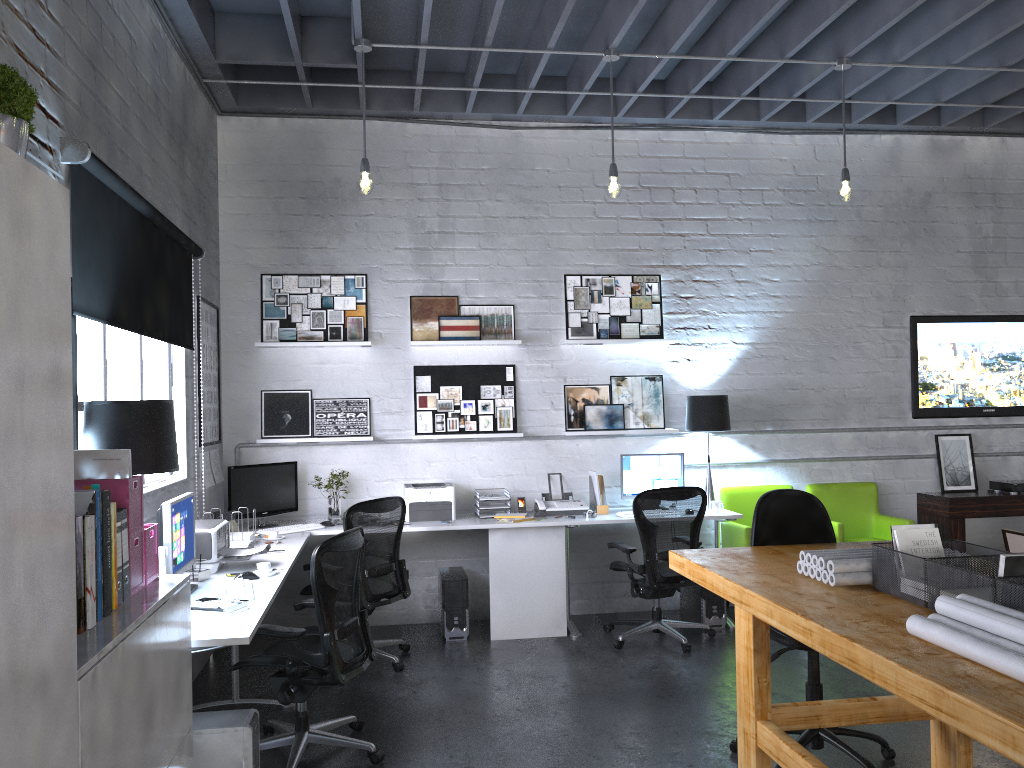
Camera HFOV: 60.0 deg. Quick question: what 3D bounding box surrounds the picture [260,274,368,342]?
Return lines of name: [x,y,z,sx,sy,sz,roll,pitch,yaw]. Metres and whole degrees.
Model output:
picture: [-1.409,-0.539,6.332,0.749,0.503,0.058,-1,0,-8]

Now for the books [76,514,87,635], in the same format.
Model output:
books: [-1.165,0.480,2.226,0.170,0.293,0.057,-1,0,-8]

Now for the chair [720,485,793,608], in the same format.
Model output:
chair: [1.918,1.233,6.567,0.611,0.920,0.516,-1,-1,-8]

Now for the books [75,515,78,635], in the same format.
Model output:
books: [-1.161,0.477,2.185,0.159,0.298,0.026,-1,0,-8]

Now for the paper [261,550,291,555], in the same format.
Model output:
paper: [-1.304,0.930,4.892,0.159,0.001,0.115,-1,-1,-20]

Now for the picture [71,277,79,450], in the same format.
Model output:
picture: [-1.554,-0.003,2.942,0.020,0.780,0.606,-1,-1,-8]

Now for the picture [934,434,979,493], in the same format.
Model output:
picture: [3.516,0.625,7.017,0.308,0.457,0.092,-1,0,-8]

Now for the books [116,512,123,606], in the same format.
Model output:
books: [-1.235,0.504,2.533,0.219,0.267,0.060,-1,0,-3]

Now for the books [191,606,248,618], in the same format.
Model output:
books: [-1.173,0.889,3.478,0.213,0.012,0.158,-2,-1,17]

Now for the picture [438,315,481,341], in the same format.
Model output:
picture: [-0.382,-0.402,6.471,0.311,0.196,0.029,-1,0,-8]

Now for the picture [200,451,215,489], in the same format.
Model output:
picture: [-1.926,0.539,5.608,0.036,0.221,0.289,-1,-1,-8]

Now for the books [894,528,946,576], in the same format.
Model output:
books: [1.383,0.591,2.986,0.158,0.200,0.082,-1,-1,-8]

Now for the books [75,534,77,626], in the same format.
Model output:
books: [-1.148,0.492,2.160,0.161,0.266,0.027,-1,0,-8]

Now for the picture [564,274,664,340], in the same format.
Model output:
picture: [0.766,-0.574,6.650,0.749,0.503,0.058,-1,0,-8]

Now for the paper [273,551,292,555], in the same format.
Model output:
paper: [-1.298,0.931,4.888,0.159,0.001,0.115,-1,-1,-21]

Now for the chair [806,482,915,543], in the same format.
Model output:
chair: [2.605,1.222,6.668,0.611,0.920,0.516,-1,-1,-8]

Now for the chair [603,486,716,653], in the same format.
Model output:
chair: [0.932,1.181,5.889,0.732,1.031,0.753,-1,-1,-40]

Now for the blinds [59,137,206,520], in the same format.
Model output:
blinds: [-1.700,-0.037,4.207,0.100,1.632,2.120,-1,-1,-8]

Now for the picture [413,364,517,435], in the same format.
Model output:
picture: [-0.339,0.112,6.482,0.749,0.503,0.058,-1,0,-8]

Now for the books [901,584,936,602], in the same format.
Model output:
books: [1.409,0.664,2.843,0.249,0.031,0.184,-1,-1,-6]

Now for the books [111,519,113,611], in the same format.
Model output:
books: [-1.195,0.500,2.460,0.161,0.266,0.026,-1,0,-8]

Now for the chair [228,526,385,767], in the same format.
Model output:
chair: [-0.954,1.172,3.985,0.753,1.031,0.732,-1,-1,-5]

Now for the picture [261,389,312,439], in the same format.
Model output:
picture: [-1.603,0.213,6.305,0.355,0.343,0.042,-1,0,-8]

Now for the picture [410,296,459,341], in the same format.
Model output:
picture: [-0.563,-0.472,6.463,0.355,0.343,0.042,-1,0,-8]

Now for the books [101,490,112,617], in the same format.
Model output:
books: [-1.199,0.463,2.412,0.197,0.339,0.065,-1,0,-8]

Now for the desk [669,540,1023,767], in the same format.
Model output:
desk: [1.450,1.144,2.560,1.115,0.926,2.833,-1,-1,-8]

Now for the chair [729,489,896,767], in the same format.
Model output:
chair: [1.326,1.057,3.818,0.659,1.164,0.687,-1,-1,-10]

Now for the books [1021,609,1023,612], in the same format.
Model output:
books: [1.485,0.607,2.280,0.250,0.022,0.205,-1,-1,-3]

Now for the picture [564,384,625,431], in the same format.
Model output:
picture: [0.615,0.175,6.618,0.452,0.345,0.054,-1,0,-8]

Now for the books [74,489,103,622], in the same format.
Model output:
books: [-1.186,0.457,2.353,0.176,0.346,0.053,-1,0,-8]

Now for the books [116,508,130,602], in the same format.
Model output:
books: [-1.243,0.504,2.593,0.220,0.271,0.082,-1,0,-8]

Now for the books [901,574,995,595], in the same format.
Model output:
books: [1.402,0.638,2.836,0.233,0.022,0.184,-1,-1,-10]

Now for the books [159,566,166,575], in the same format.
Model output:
books: [-1.434,0.808,3.495,0.134,0.176,0.020,-1,0,-8]

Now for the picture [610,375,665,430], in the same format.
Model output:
picture: [0.946,0.139,6.675,0.410,0.408,0.047,-1,0,-8]

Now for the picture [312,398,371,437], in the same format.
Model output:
picture: [-1.221,0.239,6.358,0.410,0.277,0.036,-1,0,-8]

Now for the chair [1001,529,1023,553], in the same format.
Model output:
chair: [3.096,1.203,4.640,0.725,0.842,0.575,-1,-1,-8]

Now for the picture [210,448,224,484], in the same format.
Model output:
picture: [-1.976,0.549,5.952,0.036,0.221,0.289,-1,-1,-8]

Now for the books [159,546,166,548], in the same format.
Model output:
books: [-1.467,0.775,3.532,0.177,0.246,0.026,-1,0,-8]

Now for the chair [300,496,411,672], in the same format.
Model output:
chair: [-0.992,1.208,5.453,0.753,1.031,0.732,-1,-1,15]

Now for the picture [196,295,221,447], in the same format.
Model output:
picture: [-1.970,-0.069,5.776,0.020,0.935,0.658,-1,-1,-8]

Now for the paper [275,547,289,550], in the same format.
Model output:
paper: [-1.349,0.934,5.011,0.159,0.001,0.115,0,-2,-25]

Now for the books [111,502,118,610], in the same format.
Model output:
books: [-1.196,0.485,2.487,0.159,0.298,0.026,-1,0,-8]

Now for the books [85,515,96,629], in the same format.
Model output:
books: [-1.169,0.485,2.278,0.174,0.286,0.045,-1,0,-8]

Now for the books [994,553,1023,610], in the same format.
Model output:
books: [1.413,0.571,2.446,0.158,0.214,0.063,-1,0,-8]

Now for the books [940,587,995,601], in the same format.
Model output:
books: [1.428,0.629,2.615,0.248,0.021,0.177,-1,-1,-9]

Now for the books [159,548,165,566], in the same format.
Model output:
books: [-1.466,0.777,3.515,0.172,0.243,0.026,-1,0,-8]

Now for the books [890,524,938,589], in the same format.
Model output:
books: [1.381,0.585,3.017,0.171,0.210,0.046,-1,0,-8]

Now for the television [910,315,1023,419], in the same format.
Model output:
television: [3.794,-0.142,7.080,1.324,0.816,0.021,-1,0,-9]

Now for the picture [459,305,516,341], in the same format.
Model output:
picture: [-0.181,-0.445,6.516,0.410,0.277,0.036,-1,0,-8]

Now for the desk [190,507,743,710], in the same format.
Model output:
desk: [-0.017,1.298,4.881,3.574,0.785,3.299,-1,-1,-8]
